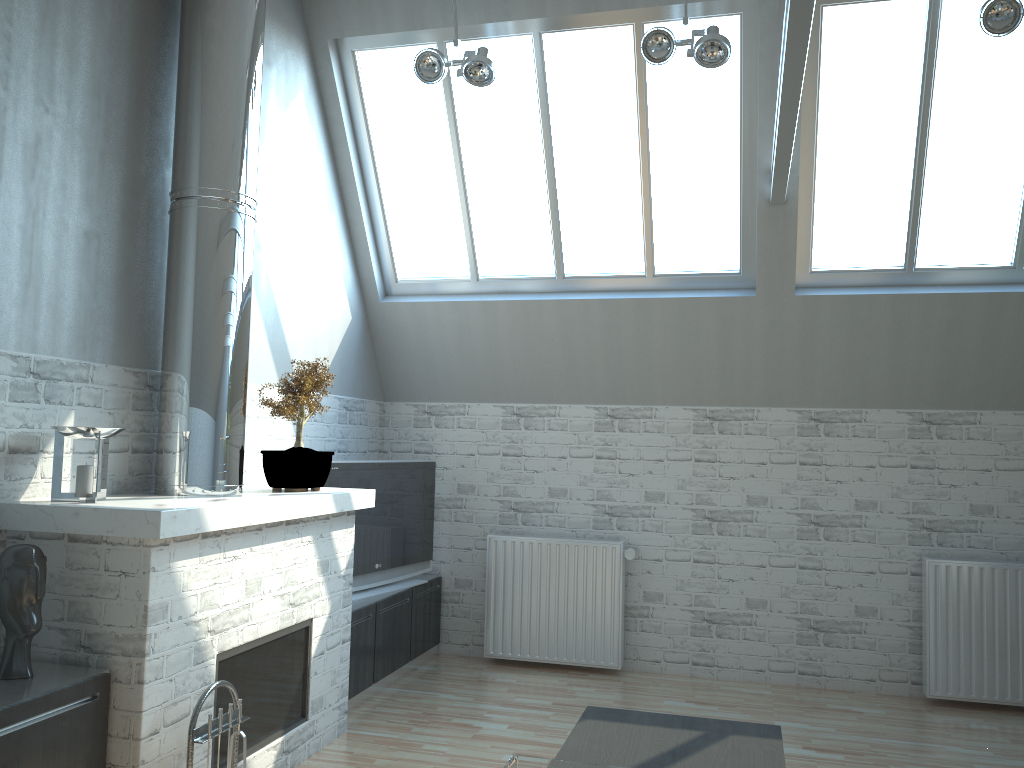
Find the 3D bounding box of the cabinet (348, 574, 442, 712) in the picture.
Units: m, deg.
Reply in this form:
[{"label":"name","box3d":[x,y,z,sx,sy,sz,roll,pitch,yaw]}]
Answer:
[{"label":"cabinet","box3d":[-1.786,2.910,10.229,0.908,1.016,3.234,0,-4,15]}]

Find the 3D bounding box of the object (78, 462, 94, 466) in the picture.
[{"label":"object","box3d":[-0.872,1.785,4.794,4.859,2.558,1.528,1,-4,14]}]

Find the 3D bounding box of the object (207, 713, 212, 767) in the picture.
[{"label":"object","box3d":[-1.897,2.580,5.657,0.146,0.916,0.131,0,-4,15]}]

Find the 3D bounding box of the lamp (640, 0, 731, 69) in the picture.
[{"label":"lamp","box3d":[1.563,-3.512,8.033,0.808,1.172,0.619,0,-4,19]}]

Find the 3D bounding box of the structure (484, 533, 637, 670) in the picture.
[{"label":"structure","box3d":[0.611,2.699,11.099,1.892,1.524,0.508,0,-4,15]}]

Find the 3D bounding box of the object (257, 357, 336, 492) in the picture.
[{"label":"object","box3d":[-1.999,0.337,8.076,0.572,1.265,1.115,0,-4,19]}]

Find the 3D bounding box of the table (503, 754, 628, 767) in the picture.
[{"label":"table","box3d":[0.703,2.643,4.638,1.726,0.867,1.015,0,-4,15]}]

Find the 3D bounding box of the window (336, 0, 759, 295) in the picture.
[{"label":"window","box3d":[0.444,-2.585,10.319,4.651,2.787,1.897,0,-4,15]}]

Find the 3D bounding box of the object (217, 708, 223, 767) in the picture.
[{"label":"object","box3d":[-1.865,2.598,5.795,0.145,0.932,0.065,2,-4,-4]}]

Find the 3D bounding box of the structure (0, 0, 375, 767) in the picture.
[{"label":"structure","box3d":[-2.354,-0.392,7.352,1.309,7.180,3.302,0,-4,15]}]

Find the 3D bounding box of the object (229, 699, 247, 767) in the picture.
[{"label":"object","box3d":[-1.864,2.584,6.015,0.155,0.873,0.026,0,-4,16]}]

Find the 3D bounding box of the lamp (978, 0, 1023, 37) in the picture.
[{"label":"lamp","box3d":[4.294,-3.489,7.307,0.808,1.172,0.618,0,-4,19]}]

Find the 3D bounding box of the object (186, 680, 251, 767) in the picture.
[{"label":"object","box3d":[-1.987,2.547,5.884,0.412,1.124,0.584,0,-4,15]}]

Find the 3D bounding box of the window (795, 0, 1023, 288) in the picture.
[{"label":"window","box3d":[5.353,-2.543,9.015,4.651,2.787,1.897,0,-4,15]}]

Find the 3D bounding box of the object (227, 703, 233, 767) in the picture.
[{"label":"object","box3d":[-1.893,2.566,5.906,0.025,0.855,0.025,-1,-5,37]}]

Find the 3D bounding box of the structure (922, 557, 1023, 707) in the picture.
[{"label":"structure","box3d":[5.575,2.742,9.780,1.892,1.524,0.508,0,-4,15]}]

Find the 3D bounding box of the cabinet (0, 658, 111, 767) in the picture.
[{"label":"cabinet","box3d":[-3.564,2.267,3.469,0.914,1.270,4.572,0,-4,15]}]

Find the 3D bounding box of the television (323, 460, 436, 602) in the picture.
[{"label":"television","box3d":[-1.667,1.654,10.387,0.592,1.514,2.577,0,-4,25]}]

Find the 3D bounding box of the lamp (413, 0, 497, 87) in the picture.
[{"label":"lamp","box3d":[-0.574,-3.531,8.600,0.808,1.172,0.619,0,-4,19]}]
